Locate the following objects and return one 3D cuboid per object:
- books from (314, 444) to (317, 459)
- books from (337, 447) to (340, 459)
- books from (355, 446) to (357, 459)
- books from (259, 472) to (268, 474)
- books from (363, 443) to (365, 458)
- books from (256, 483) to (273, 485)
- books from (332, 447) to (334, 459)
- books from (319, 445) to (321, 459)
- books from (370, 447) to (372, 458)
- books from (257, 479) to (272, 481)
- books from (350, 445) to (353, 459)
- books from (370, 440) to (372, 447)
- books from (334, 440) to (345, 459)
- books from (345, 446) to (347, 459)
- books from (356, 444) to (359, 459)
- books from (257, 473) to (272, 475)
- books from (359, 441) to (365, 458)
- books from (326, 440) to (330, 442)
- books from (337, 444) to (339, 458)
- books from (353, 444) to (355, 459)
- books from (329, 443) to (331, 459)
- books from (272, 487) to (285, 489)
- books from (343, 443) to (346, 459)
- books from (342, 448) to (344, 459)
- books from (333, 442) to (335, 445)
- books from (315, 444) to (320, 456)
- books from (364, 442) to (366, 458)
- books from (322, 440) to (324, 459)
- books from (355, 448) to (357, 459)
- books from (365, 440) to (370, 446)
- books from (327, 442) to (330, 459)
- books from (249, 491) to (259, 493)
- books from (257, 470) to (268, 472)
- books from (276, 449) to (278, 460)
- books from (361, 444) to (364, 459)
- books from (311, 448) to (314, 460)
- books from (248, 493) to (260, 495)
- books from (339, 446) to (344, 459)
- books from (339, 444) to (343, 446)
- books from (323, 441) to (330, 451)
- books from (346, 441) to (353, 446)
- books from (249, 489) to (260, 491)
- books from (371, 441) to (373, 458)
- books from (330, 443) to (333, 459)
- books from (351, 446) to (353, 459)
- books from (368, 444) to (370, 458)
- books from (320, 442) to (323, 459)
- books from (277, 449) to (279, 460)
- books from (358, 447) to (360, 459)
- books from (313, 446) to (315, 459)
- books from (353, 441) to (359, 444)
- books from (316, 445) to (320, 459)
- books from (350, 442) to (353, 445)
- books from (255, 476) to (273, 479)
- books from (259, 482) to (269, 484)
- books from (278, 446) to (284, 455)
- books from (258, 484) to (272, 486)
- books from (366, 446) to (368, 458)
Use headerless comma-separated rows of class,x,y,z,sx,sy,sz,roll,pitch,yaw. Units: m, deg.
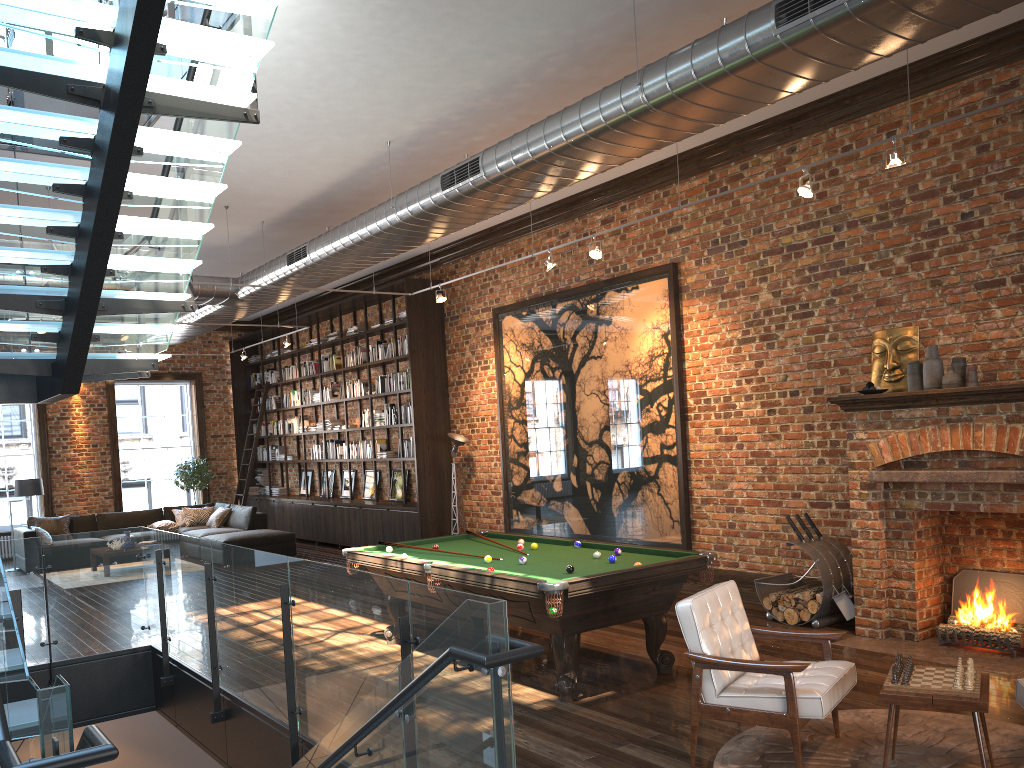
books,-3.522,1.234,16.186,0.179,0.275,0.013,-3,1,-36
books,-2.935,1.191,15.390,0.190,0.205,0.025,-3,1,-36
books,-2.548,1.136,14.848,0.174,0.218,0.027,-3,1,-36
books,-5.138,1.838,18.428,0.183,0.030,0.265,-1,-4,-31
books,-2.356,1.090,14.599,0.181,0.262,0.012,-3,1,-36
books,-5.144,2.072,18.426,0.249,0.020,0.318,-1,-4,-36
books,-3.059,1.206,15.547,0.179,0.206,0.012,-3,1,-36
books,-3.374,1.224,15.988,0.183,0.257,0.029,-3,1,-36
books,-2.231,1.111,14.413,0.168,0.183,0.027,-3,1,-36
books,-5.134,1.993,18.429,0.209,0.015,0.307,-1,-4,-38
books,-2.658,1.143,15.002,0.167,0.234,0.032,-3,1,-36
books,-2.243,1.059,14.452,0.137,0.294,0.017,-4,2,-36
books,-2.998,1.142,15.458,0.186,0.318,0.015,-3,1,-36
books,-2.765,1.165,15.161,0.152,0.221,0.034,-3,1,-36
books,-2.508,1.121,14.798,0.165,0.238,0.034,-3,1,-36
books,-5.136,1.873,18.429,0.203,0.020,0.318,-1,-4,-35
books,-2.457,1.088,14.742,0.151,0.292,0.031,-4,2,-36
books,-3.314,1.176,15.919,0.143,0.338,0.013,-4,2,-36
books,-2.963,1.168,15.427,0.171,0.259,0.013,-3,1,-36
books,-2.584,1.128,14.908,0.179,0.246,0.032,-3,1,-36
books,-3.136,1.178,15.667,0.184,0.286,0.015,-3,1,-36
books,-4.610,2.077,17.680,0.226,0.007,0.370,-1,-4,-34
books,-2.803,1.145,15.209,0.158,0.270,0.032,-3,1,-36
books,-2.865,1.194,15.312,0.148,0.182,0.026,-3,1,-36
books,-3.030,1.159,15.513,0.183,0.293,0.012,-3,1,-36
books,-3.483,1.230,16.154,0.180,0.276,0.083,-3,1,-36
books,-2.348,1.086,14.577,0.161,0.265,0.033,-3,1,-36
books,-3.340,1.179,15.966,0.139,0.341,0.015,-4,2,-36
books,-2.533,1.151,14.822,0.174,0.184,0.034,-3,1,-36
books,-2.317,1.066,14.541,0.177,0.297,0.014,-3,1,-36
books,-3.195,1.182,15.768,0.154,0.294,0.030,-4,2,-36
books,-5.366,2.231,18.331,0.199,0.019,0.256,-1,-4,-34
books,-5.148,1.806,18.421,0.207,0.022,0.248,0,-4,-41
books,-4.630,1.409,17.732,0.164,0.232,0.026,-3,1,-36
books,-2.391,1.102,14.637,0.191,0.246,0.031,-3,1,-36
books,-3.604,1.284,16.319,0.177,0.205,0.068,-3,1,-36
books,-5.358,2.275,18.336,0.210,0.012,0.273,-1,-4,-39
books,-2.893,1.179,15.328,0.190,0.218,0.033,-3,1,-36
books,-2.903,1.161,15.350,0.176,0.257,0.014,-3,1,-36
books,-3.298,1.187,15.899,0.169,0.312,0.039,-4,1,-36
books,-2.774,1.132,15.185,0.131,0.291,0.016,-4,2,-36
books,-5.367,2.187,18.331,0.204,0.015,0.265,-1,-4,-38
books,-2.200,1.063,14.385,0.174,0.272,0.031,-3,1,-36
books,-3.106,1.172,15.620,0.184,0.289,0.016,-3,1,-36
books,-2.630,1.153,14.985,0.169,0.209,0.028,-3,1,-36
books,-2.264,1.090,14.464,0.174,0.235,0.027,-3,1,-36
books,-3.361,1.200,15.970,0.184,0.301,0.016,-3,1,-36
books,-4.606,1.409,17.715,0.139,0.228,0.030,-3,1,-36
books,-2.482,1.138,14.760,0.164,0.197,0.027,-3,1,-36
books,-3.546,1.249,16.237,0.177,0.253,0.071,-3,1,-36
books,-2.601,1.110,14.970,0.140,0.291,0.031,-4,2,-36
books,-3.448,1.231,16.076,0.189,0.260,0.027,-3,1,-36
books,-2.664,1.124,15.026,0.145,0.276,0.013,-4,2,-36
books,-5.153,1.942,18.416,0.260,0.028,0.316,-1,-4,-36
books,-5.129,2.045,18.438,0.183,0.034,0.271,-1,-4,-31
books,-4.589,1.379,17.690,0.129,0.283,0.030,-4,2,-36
books,-5.137,2.099,18.431,0.210,0.019,0.342,-1,-4,-32
books,-2.304,1.110,14.523,0.182,0.207,0.029,-3,1,-36
